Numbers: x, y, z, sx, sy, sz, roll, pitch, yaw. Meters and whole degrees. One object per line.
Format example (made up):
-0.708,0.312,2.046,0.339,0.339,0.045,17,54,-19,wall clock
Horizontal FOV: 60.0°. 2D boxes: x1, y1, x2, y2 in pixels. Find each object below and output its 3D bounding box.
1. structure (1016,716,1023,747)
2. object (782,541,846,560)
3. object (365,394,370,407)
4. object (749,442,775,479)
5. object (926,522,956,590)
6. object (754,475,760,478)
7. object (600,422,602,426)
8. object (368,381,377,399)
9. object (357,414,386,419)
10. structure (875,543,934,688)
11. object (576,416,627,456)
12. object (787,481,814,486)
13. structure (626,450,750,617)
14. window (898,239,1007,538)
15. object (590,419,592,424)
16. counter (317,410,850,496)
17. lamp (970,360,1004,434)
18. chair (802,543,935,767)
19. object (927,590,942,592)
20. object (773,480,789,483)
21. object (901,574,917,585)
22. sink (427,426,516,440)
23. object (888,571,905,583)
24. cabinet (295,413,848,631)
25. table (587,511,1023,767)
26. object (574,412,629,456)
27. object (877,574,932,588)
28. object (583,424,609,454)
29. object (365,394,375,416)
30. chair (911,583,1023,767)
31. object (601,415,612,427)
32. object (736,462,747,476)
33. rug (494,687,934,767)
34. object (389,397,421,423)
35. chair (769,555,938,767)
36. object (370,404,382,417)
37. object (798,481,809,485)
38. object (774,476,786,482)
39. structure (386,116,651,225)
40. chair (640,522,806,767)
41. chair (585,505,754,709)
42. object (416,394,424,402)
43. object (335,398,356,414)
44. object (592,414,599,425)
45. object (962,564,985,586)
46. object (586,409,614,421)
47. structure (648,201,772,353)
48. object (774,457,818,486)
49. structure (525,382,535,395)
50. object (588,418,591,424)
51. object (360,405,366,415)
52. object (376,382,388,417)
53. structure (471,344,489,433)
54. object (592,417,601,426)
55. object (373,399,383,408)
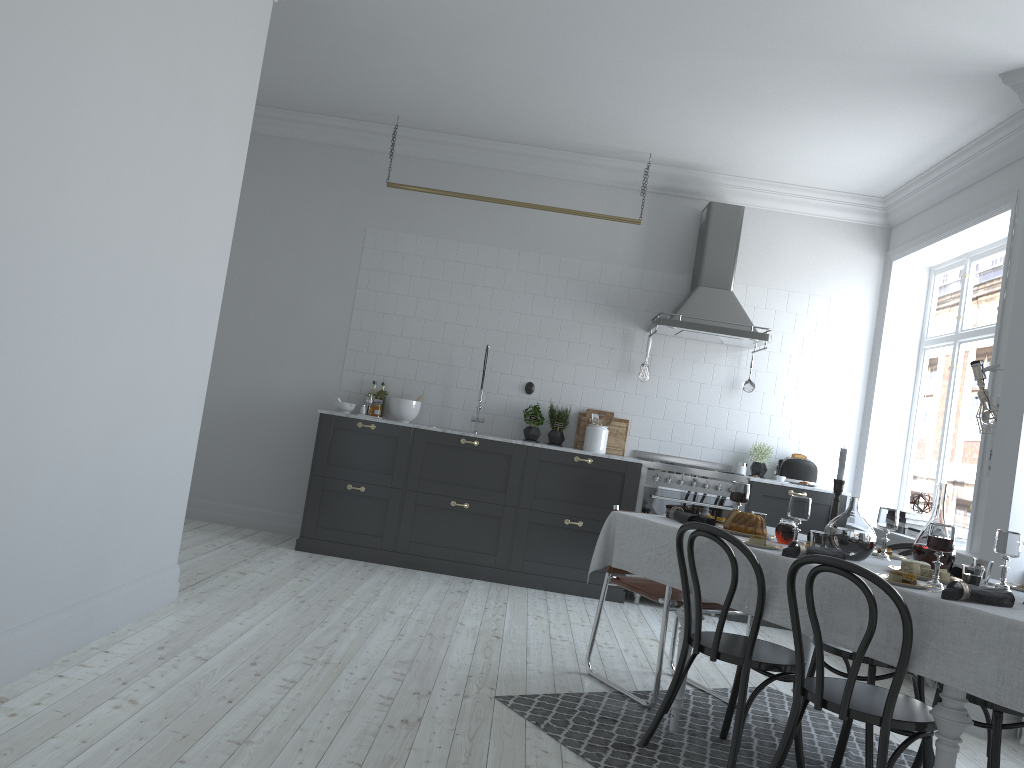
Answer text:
3.057,1.463,3.737,0.245,0.753,1.710,11,-3,-36,structure
1.109,0.614,3.230,0.165,0.061,0.247,7,-3,41,object
-1.135,0.164,6.977,0.059,0.172,0.059,7,-3,33,object
1.928,0.586,6.885,0.210,0.283,0.220,8,-2,14,object
1.421,0.573,2.954,0.083,0.215,0.083,9,-2,6,object
1.852,0.705,6.806,0.091,0.018,0.062,9,-2,-1,object
0.681,0.406,6.904,0.050,0.247,0.114,10,-3,-34,object
-1.112,0.115,7.045,0.066,0.282,0.066,9,-2,-3,object
-1.099,0.253,6.949,0.180,0.008,0.272,9,-2,2,object
2.436,1.460,5.994,0.245,0.753,1.673,9,-2,2,structure
0.703,0.410,6.977,0.360,0.261,0.053,9,-2,2,object
2.133,0.738,6.569,0.209,0.008,0.018,7,-3,36,object
1.263,1.107,6.683,0.779,1.096,0.651,9,-2,2,structure
3.146,0.056,6.068,0.061,2.080,1.716,9,-2,2,window
0.647,0.400,6.902,0.118,0.250,0.033,9,-2,2,object
0.512,0.511,6.737,3.902,0.020,0.624,9,-2,2,counter
2.517,0.360,4.694,0.131,0.977,0.312,10,-3,-24,lamp
1.578,1.135,3.842,0.564,0.909,0.463,11,-3,-35,chair
1.371,0.662,2.835,0.131,0.012,0.031,10,-3,-31,object
1.978,0.719,6.534,0.126,0.008,0.126,8,-3,28,object
1.293,0.638,2.885,0.036,0.039,0.051,7,-3,41,object
-0.318,0.472,6.711,0.669,0.203,0.384,9,-2,2,sink
1.267,0.635,2.916,0.057,0.037,0.021,10,-2,-18,object
0.433,1.020,6.705,3.897,1.012,0.646,9,-2,2,cabinet
1.339,1.108,3.390,1.210,0.842,2.179,10,-3,-32,table
0.710,0.399,7.033,0.400,0.290,0.030,9,-2,1,object
1.277,0.650,2.911,0.182,0.013,0.182,8,-2,16,object
0.650,0.424,6.863,0.174,0.208,0.174,9,-2,-3,object
-1.107,0.166,6.918,0.059,0.172,0.059,7,-3,33,object
1.903,1.166,3.364,0.564,0.909,0.463,10,-3,-20,chair
0.692,0.384,6.902,0.131,0.296,0.056,10,-2,-19,object
1.788,0.660,6.899,0.072,0.095,0.072,11,-3,-43,object
1.184,1.497,3.289,1.701,0.021,2.166,10,-3,-31,rug
-0.846,0.208,6.934,0.247,0.175,0.247,8,-2,15,object
1.136,1.026,2.908,0.564,0.909,0.463,11,-3,-40,chair
-1.053,0.209,6.881,0.078,0.101,0.078,8,-3,30,object
2.175,0.739,6.604,0.119,0.031,0.074,7,-3,34,object
1.980,0.700,6.534,0.072,0.040,0.070,9,-2,-6,object
0.044,-1.635,6.778,1.988,0.556,0.053,9,-2,2,structure
0.858,1.004,3.406,0.564,0.909,0.463,11,-3,-35,chair
0.777,1.064,4.285,0.546,0.837,0.593,10,-3,-27,chair
-0.780,0.180,6.963,0.042,0.232,0.209,7,-3,42,object
-1.295,0.170,6.906,0.159,0.110,0.172,9,-2,-4,object
0.656,0.379,6.875,0.064,0.290,0.141,10,-3,-25,object
1.502,0.643,2.897,0.066,0.094,0.066,9,-2,-10,object
0.676,0.372,7.003,0.220,0.330,0.041,9,-2,2,object
1.570,-0.847,6.803,0.843,1.079,0.567,9,-2,2,structure
2.202,0.668,6.878,0.326,0.207,0.219,9,-2,6,object
0.141,0.034,7.063,0.079,0.103,0.032,9,-2,2,structure
0.623,0.393,6.860,0.117,0.251,0.061,7,-3,31,object
-1.153,0.202,6.873,0.046,0.084,0.046,9,-2,-12,object
-1.031,0.128,7.038,0.089,0.282,0.082,9,-2,2,object
-0.232,0.040,6.850,0.100,0.692,0.266,9,-2,2,structure
0.616,0.386,6.837,0.054,0.262,0.149,10,-3,-24,object
-1.070,0.191,6.986,0.077,0.141,0.044,9,-2,2,object
